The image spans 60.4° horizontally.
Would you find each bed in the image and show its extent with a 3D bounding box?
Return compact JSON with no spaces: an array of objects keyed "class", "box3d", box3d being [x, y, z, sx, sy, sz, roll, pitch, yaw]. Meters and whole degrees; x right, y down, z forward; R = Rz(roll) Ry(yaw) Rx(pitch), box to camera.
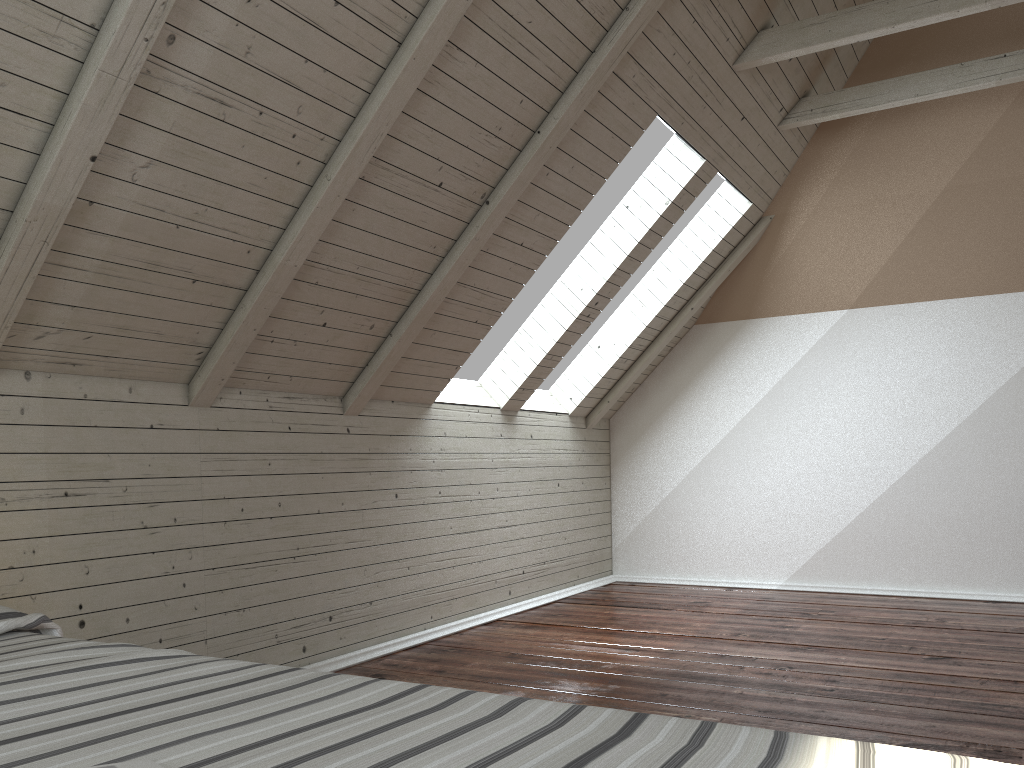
[{"class":"bed","box3d":[-0.814,0.320,0.337,1.881,0.705,1.872,-4,-5,30]}]
